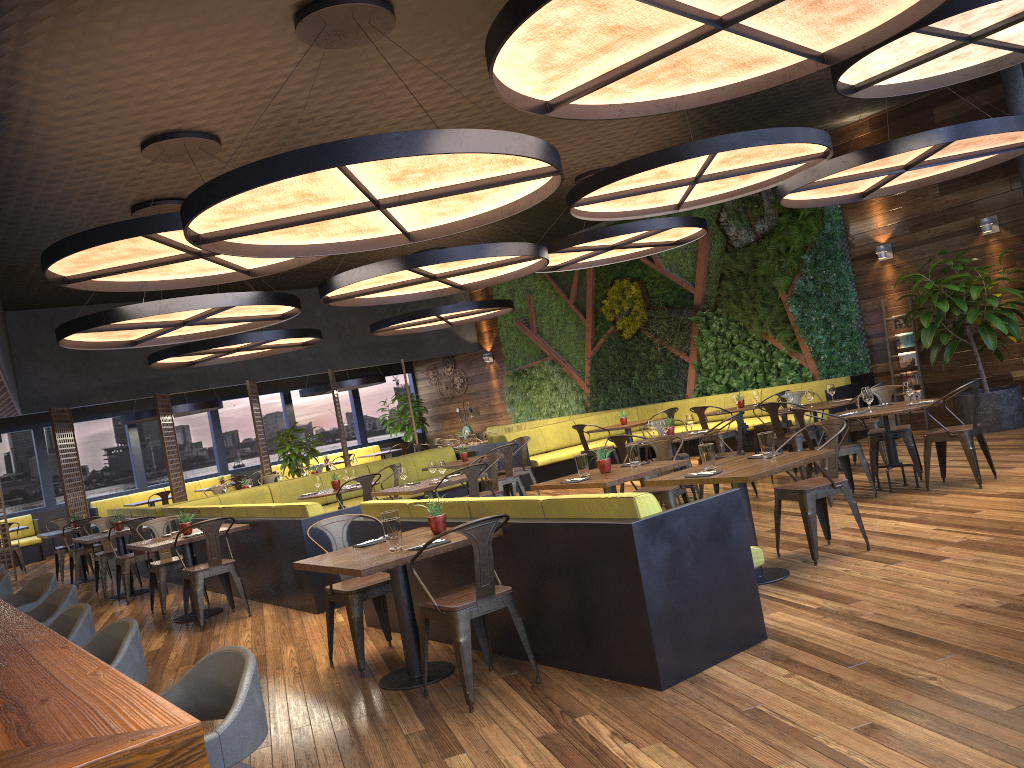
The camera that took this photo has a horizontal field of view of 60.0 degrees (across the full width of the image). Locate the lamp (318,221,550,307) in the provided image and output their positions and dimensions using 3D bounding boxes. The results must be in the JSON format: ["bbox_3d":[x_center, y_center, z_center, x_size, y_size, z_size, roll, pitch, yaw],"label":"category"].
[{"bbox_3d":[-1.045,-1.944,10.721,2.778,1.475,2.778,-11,-1,12],"label":"lamp"}]

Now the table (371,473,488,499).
[{"bbox_3d":[-0.802,1.406,9.246,0.906,0.763,0.887,-10,-1,-37],"label":"table"}]

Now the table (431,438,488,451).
[{"bbox_3d":[-0.974,1.570,18.114,0.887,0.763,0.906,-10,-1,-37],"label":"table"}]

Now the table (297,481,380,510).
[{"bbox_3d":[-2.047,1.656,10.802,1.007,0.760,1.007,-10,-1,1],"label":"table"}]

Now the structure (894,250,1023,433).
[{"bbox_3d":[5.706,-0.563,11.295,1.406,2.359,1.650,-10,-1,-28],"label":"structure"}]

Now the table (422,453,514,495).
[{"bbox_3d":[-0.530,1.394,11.811,0.887,0.763,0.906,-10,-1,-37],"label":"table"}]

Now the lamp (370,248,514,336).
[{"bbox_3d":[-1.440,-1.855,17.009,2.778,1.362,2.778,-11,-1,18],"label":"lamp"}]

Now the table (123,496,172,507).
[{"bbox_3d":[-7.051,2.671,17.551,0.887,0.763,0.906,-10,-1,-37],"label":"table"}]

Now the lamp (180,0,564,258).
[{"bbox_3d":[-1.115,-1.993,6.615,2.778,1.475,2.778,-11,-1,18],"label":"lamp"}]

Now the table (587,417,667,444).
[{"bbox_3d":[1.842,0.988,13.602,0.887,0.763,0.906,-10,-1,-37],"label":"table"}]

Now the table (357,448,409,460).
[{"bbox_3d":[-2.940,1.967,20.656,0.887,0.763,0.906,-10,-1,-37],"label":"table"}]

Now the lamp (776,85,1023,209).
[{"bbox_3d":[4.266,-3.003,9.867,2.778,1.362,2.778,-11,-1,22],"label":"lamp"}]

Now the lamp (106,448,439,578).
[{"bbox_3d":[-5.562,1.330,12.385,9.057,2.714,3.017,-10,-1,-37],"label":"lamp"}]

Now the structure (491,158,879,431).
[{"bbox_3d":[2.385,-1.013,16.617,0.918,4.593,9.182,-10,-1,-38],"label":"structure"}]

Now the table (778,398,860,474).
[{"bbox_3d":[3.553,0.625,10.251,1.007,0.760,1.007,-11,-1,21],"label":"table"}]

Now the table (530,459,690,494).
[{"bbox_3d":[0.829,1.074,6.989,0.887,0.763,0.906,-10,-1,-37],"label":"table"}]

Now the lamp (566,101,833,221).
[{"bbox_3d":[1.869,-2.674,9.469,2.778,1.159,2.778,-11,-1,31],"label":"lamp"}]

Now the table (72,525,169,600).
[{"bbox_3d":[-4.572,2.113,10.499,0.887,0.763,0.906,-10,-1,-37],"label":"table"}]

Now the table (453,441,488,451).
[{"bbox_3d":[-0.681,1.488,16.234,0.887,0.763,0.906,-10,-1,-37],"label":"table"}]

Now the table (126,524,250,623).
[{"bbox_3d":[-2.991,1.792,8.334,0.887,0.763,0.906,-10,-1,-37],"label":"table"}]

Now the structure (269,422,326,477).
[{"bbox_3d":[-4.087,1.613,16.917,0.993,1.763,1.166,-11,-1,24],"label":"structure"}]

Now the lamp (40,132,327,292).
[{"bbox_3d":[-3.141,-1.772,8.692,2.778,1.159,2.778,-11,-1,14],"label":"lamp"}]

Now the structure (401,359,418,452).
[{"bbox_3d":[-2.145,0.817,19.264,0.050,2.700,0.852,-10,-1,-7],"label":"structure"}]

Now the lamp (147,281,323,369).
[{"bbox_3d":[-4.655,-1.226,14.669,2.778,1.475,2.778,-10,-1,-36],"label":"lamp"}]

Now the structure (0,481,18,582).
[{"bbox_3d":[-8.920,1.979,14.334,1.319,2.700,0.050,-10,-1,-7],"label":"structure"}]

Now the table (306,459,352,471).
[{"bbox_3d":[-4.048,2.157,19.824,0.906,0.763,0.887,-10,-1,-37],"label":"table"}]

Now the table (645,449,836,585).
[{"bbox_3d":[1.588,0.920,5.950,0.906,0.763,0.887,-10,-1,-37],"label":"table"}]

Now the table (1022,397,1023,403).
[{"bbox_3d":[4.259,0.439,6.360,0.887,0.763,0.906,-11,-1,28],"label":"table"}]

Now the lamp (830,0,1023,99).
[{"bbox_3d":[3.350,-3.048,6.649,1.979,1.093,1.979,-11,-1,17],"label":"lamp"}]

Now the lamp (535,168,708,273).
[{"bbox_3d":[1.406,-2.534,13.168,2.778,1.159,2.778,-11,-1,43],"label":"lamp"}]

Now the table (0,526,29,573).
[{"bbox_3d":[-9.185,3.036,15.938,0.887,0.763,0.906,-10,-1,-37],"label":"table"}]

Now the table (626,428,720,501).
[{"bbox_3d":[1.769,0.939,9.436,1.007,0.760,1.007,-11,-1,41],"label":"table"}]

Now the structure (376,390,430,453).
[{"bbox_3d":[-2.593,1.208,22.459,1.493,2.184,1.272,-10,-1,-37],"label":"structure"}]

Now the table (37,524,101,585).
[{"bbox_3d":[-6.156,2.434,12.662,0.887,0.763,0.906,-10,-1,-37],"label":"table"}]

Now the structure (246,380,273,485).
[{"bbox_3d":[-4.833,1.277,17.233,0.050,2.700,0.852,-10,-1,-7],"label":"structure"}]

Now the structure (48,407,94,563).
[{"bbox_3d":[-7.521,1.737,15.203,0.050,2.700,0.852,-10,-1,-7],"label":"structure"}]

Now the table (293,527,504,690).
[{"bbox_3d":[-0.599,1.307,5.109,0.906,0.763,0.887,-10,-1,-37],"label":"table"}]

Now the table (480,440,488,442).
[{"bbox_3d":[0.056,1.362,16.791,0.887,0.763,0.906,-10,-1,-37],"label":"table"}]

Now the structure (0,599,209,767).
[{"bbox_3d":[-4.285,0.982,4.216,2.700,2.700,9.298,-10,-1,-37],"label":"structure"}]

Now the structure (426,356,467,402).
[{"bbox_3d":[-1.679,-0.140,22.275,0.058,1.178,1.791,-10,-1,-37],"label":"structure"}]

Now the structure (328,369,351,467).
[{"bbox_3d":[-3.489,1.047,18.249,0.050,2.700,0.852,-10,-1,-7],"label":"structure"}]

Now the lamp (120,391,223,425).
[{"bbox_3d":[-7.118,-0.415,18.141,1.979,2.172,1.979,-10,-1,8],"label":"lamp"}]

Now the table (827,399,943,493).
[{"bbox_3d":[3.528,0.600,8.254,1.007,0.760,1.007,-10,-1,-43],"label":"table"}]

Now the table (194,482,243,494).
[{"bbox_3d":[-5.945,2.481,18.390,0.906,0.763,0.887,-10,-1,-37],"label":"table"}]

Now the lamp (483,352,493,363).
[{"bbox_3d":[-0.586,-0.607,20.626,0.189,0.215,0.215,-10,-1,-37],"label":"lamp"}]

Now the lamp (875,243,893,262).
[{"bbox_3d":[5.256,-1.867,12.607,0.189,0.215,0.215,-10,-1,-37],"label":"lamp"}]

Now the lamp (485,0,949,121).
[{"bbox_3d":[1.132,-2.604,5.174,2.778,1.159,2.778,-10,-1,-1],"label":"lamp"}]

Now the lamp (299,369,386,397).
[{"bbox_3d":[-4.076,-0.938,20.439,1.979,2.172,1.979,-11,-1,38],"label":"lamp"}]

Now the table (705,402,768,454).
[{"bbox_3d":[3.260,0.712,12.428,1.007,0.760,1.007,-11,-1,21],"label":"table"}]

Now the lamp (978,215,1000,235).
[{"bbox_3d":[6.117,-2.042,11.429,0.189,0.215,0.215,-10,-1,-37],"label":"lamp"}]

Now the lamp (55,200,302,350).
[{"bbox_3d":[-4.072,-1.392,10.702,2.778,1.475,2.778,-10,-1,-33],"label":"lamp"}]

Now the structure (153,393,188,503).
[{"bbox_3d":[-6.177,1.507,16.218,0.050,2.700,0.852,-10,-1,-7],"label":"structure"}]

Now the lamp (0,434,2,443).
[{"bbox_3d":[-10.340,0.137,15.707,1.979,2.172,1.979,-10,-1,-30],"label":"lamp"}]

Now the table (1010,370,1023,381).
[{"bbox_3d":[5.827,0.197,9.329,0.887,0.763,0.906,-11,-1,28],"label":"table"}]
